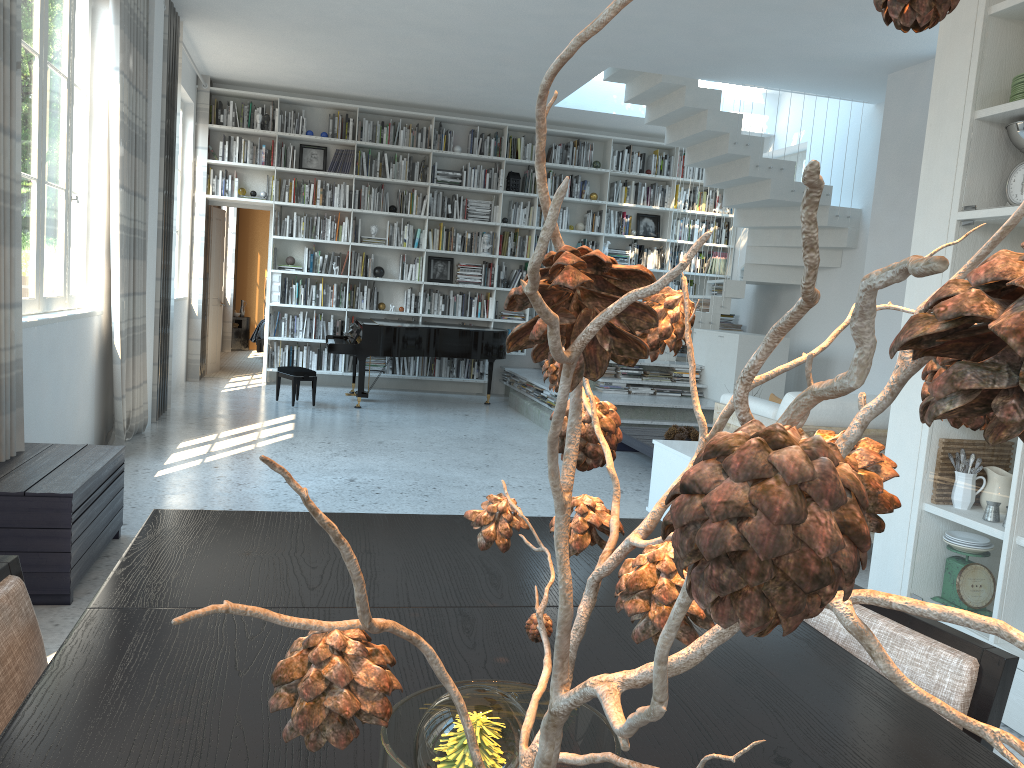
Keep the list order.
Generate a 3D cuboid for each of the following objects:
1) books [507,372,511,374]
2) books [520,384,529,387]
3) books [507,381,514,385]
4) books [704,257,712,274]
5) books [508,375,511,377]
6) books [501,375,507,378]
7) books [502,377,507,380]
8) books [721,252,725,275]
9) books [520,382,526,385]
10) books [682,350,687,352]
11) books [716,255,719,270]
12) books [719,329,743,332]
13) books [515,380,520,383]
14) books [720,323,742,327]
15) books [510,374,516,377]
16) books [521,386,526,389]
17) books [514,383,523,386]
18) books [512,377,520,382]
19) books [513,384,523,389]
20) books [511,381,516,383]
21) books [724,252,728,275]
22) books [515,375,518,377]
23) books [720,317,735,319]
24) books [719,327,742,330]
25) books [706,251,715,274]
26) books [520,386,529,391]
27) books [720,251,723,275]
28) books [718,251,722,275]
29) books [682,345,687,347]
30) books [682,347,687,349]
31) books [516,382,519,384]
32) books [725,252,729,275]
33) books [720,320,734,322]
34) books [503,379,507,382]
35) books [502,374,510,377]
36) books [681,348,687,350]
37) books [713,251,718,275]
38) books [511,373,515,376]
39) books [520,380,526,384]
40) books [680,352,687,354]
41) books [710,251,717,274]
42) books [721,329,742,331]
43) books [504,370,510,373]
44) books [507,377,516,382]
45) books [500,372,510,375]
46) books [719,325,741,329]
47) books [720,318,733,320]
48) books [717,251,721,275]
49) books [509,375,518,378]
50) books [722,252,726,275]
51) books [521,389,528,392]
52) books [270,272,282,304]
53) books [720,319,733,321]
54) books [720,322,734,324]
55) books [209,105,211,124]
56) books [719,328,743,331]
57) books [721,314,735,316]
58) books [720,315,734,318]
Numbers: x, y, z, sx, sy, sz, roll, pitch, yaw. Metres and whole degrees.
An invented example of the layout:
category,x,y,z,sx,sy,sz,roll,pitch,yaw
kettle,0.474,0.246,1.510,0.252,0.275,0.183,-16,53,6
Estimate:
category,x,y,z,sx,sy,sz,roll,pitch,yaw
books,0.023,-0.131,10.538,0.133,0.017,0.230,3,6,-12
books,0.200,0.018,9.656,0.159,0.011,0.245,3,6,-17
books,0.055,-0.008,10.259,0.189,0.030,0.237,3,6,-13
books,2.399,-1.468,11.013,0.088,0.217,0.166,3,6,-13
books,0.017,-0.103,10.540,0.136,0.013,0.257,3,6,-15
books,-0.009,-0.083,10.537,0.177,0.012,0.278,3,6,-17
books,-0.010,-0.058,10.540,0.179,0.012,0.261,3,6,-10
books,2.591,-1.499,11.049,0.018,0.294,0.169,3,7,-13
books,0.197,-0.005,9.652,0.169,0.009,0.241,3,6,-17
books,2.300,-0.408,11.145,0.328,0.008,0.207,3,6,-10
books,2.520,-1.503,11.037,0.018,0.294,0.169,3,7,-13
books,2.574,-0.632,10.497,0.296,0.013,0.128,3,6,-15
books,0.129,-0.028,9.955,0.171,0.020,0.193,4,6,-9
books,2.575,-0.703,10.511,0.267,0.026,0.161,4,6,-8
books,0.080,-0.091,10.253,0.126,0.005,0.290,3,6,-18
books,0.204,0.038,9.659,0.165,0.012,0.204,3,6,-13
books,0.130,0.008,9.960,0.172,0.014,0.220,3,6,-12
books,0.127,-0.045,9.952,0.180,0.015,0.293,3,6,-15
books,0.122,0.028,9.961,0.177,0.026,0.230,3,6,-10
books,0.069,-0.029,10.259,0.147,0.012,0.206,3,6,-18
books,2.628,-1.496,11.052,0.018,0.294,0.169,3,7,-13
books,0.139,-0.073,9.951,0.159,0.006,0.284,3,6,-11
books,2.542,-0.801,10.692,0.235,0.014,0.155,3,6,-12
books,2.570,-0.661,10.522,0.278,0.012,0.177,4,6,-9
books,2.441,-1.505,11.019,0.072,0.292,0.169,3,7,-13
books,0.199,0.050,9.659,0.159,0.012,0.292,3,6,-16
books,2.573,-1.501,11.049,0.018,0.294,0.169,3,7,-13
books,2.556,-1.501,11.041,0.018,0.294,0.169,3,7,-13
books,2.305,-0.468,11.138,0.328,0.008,0.207,4,6,-6
books,2.303,-0.447,11.143,0.368,0.007,0.205,3,6,-11
books,0.144,-0.002,9.962,0.149,0.007,0.300,3,6,-13
books,2.643,-1.497,11.066,0.018,0.294,0.169,3,7,-13
books,2.538,-0.767,10.704,0.227,0.009,0.144,3,6,-13
books,-0.001,-0.035,10.545,0.171,0.016,0.241,3,6,-13
books,-0.006,-0.093,10.536,0.188,0.009,0.210,3,6,-14
books,2.302,-0.431,11.142,0.328,0.008,0.207,3,6,-10
books,2.505,-1.503,11.020,0.018,0.294,0.169,3,7,-13
books,0.086,-0.101,10.254,0.135,0.014,0.297,3,6,-12
books,0.192,-0.017,9.649,0.182,0.016,0.198,4,6,-8
books,2.298,-0.385,11.147,0.368,0.007,0.205,3,6,-10
books,2.478,-1.506,11.027,0.033,0.294,0.169,3,7,-13
books,2.574,-0.642,10.500,0.250,0.007,0.131,4,6,-9
books,0.010,-0.147,10.533,0.158,0.015,0.234,3,6,-15
books,0.051,-0.049,10.252,0.191,0.028,0.212,4,6,-9
books,-0.012,-0.118,10.532,0.191,0.013,0.243,3,6,-17
books,2.574,-0.677,10.508,0.234,0.025,0.157,3,6,-17
books,2.540,-0.788,10.698,0.206,0.014,0.150,3,6,-13
books,2.537,-1.502,11.041,0.018,0.294,0.169,3,7,-13
books,0.071,-0.085,10.252,0.160,0.009,0.291,3,6,-11
books,2.608,-1.499,11.058,0.018,0.294,0.169,3,7,-13
books,0.201,0.071,9.663,0.157,0.014,0.180,3,6,-16
books,-2.632,-1.073,9.892,0.106,0.340,0.306,3,6,-13
books,2.538,-0.777,10.705,0.215,0.011,0.121,3,6,-18
books,2.537,-0.740,10.701,0.232,0.006,0.137,3,6,-18
books,-3.249,-2.879,9.539,0.014,0.219,0.188,3,6,-13
books,2.573,-0.649,10.503,0.295,0.006,0.146,3,6,-15
books,2.545,-0.838,10.686,0.228,0.011,0.158,3,6,-14
books,2.541,-0.822,10.702,0.232,0.025,0.123,3,6,-16
